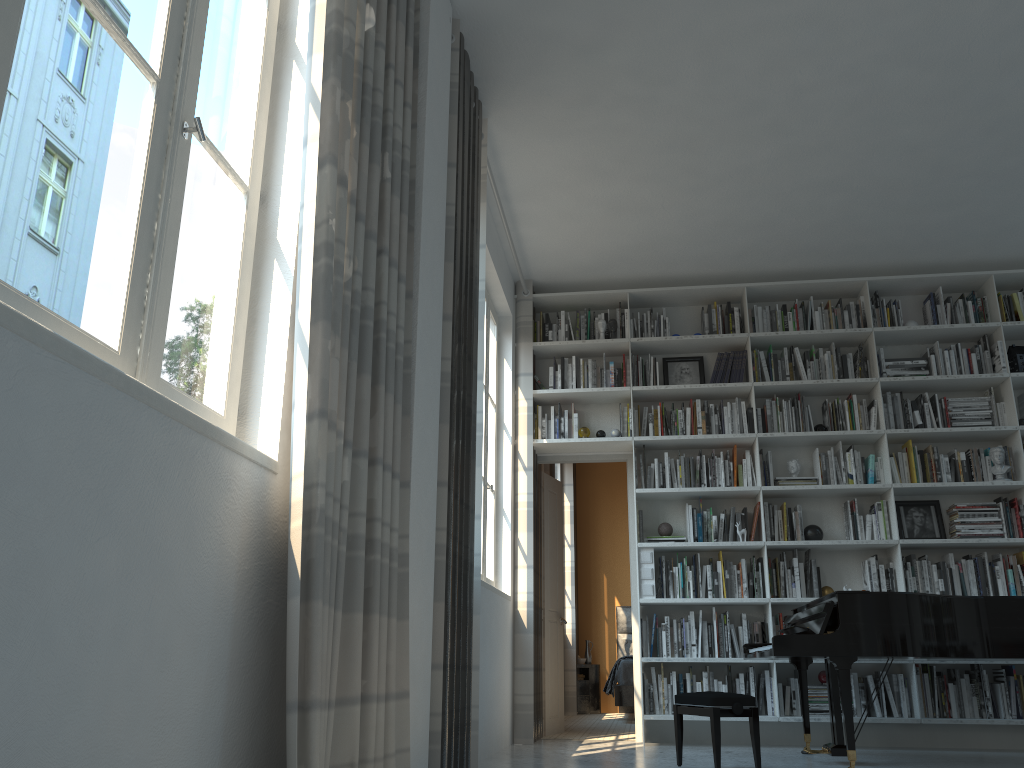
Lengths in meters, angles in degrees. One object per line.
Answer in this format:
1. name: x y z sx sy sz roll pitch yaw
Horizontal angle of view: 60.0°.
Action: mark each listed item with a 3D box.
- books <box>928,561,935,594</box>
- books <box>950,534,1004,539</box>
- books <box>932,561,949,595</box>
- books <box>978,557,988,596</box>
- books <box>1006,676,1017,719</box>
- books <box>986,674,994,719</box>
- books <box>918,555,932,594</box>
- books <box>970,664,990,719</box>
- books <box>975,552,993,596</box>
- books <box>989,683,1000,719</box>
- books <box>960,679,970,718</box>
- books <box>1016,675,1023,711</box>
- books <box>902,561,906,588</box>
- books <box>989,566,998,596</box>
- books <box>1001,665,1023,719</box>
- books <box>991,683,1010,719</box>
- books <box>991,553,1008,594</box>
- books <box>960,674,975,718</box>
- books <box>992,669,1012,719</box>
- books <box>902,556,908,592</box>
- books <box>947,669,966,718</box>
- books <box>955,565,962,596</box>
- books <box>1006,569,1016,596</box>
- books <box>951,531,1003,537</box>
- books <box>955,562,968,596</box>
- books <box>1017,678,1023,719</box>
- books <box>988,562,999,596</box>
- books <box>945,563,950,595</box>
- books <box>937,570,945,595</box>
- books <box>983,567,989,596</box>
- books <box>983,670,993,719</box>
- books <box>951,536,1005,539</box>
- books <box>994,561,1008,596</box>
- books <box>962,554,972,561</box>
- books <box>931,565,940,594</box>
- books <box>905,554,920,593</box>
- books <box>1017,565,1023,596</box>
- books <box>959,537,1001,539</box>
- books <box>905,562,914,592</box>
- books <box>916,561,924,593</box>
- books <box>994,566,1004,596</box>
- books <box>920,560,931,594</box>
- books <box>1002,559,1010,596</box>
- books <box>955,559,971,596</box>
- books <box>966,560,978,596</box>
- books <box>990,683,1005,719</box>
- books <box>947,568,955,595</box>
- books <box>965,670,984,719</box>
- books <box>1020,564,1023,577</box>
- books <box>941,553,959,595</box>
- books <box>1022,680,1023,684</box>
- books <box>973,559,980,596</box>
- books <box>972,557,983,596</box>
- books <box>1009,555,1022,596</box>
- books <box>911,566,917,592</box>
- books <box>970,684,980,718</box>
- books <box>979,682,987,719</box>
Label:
1. books: 2.738 1.298 5.839 0.021 0.243 0.142 -2 -18 8
2. books: 3.075 1.012 5.876 0.285 0.012 0.160 -2 -18 7
3. books: 2.811 1.292 5.809 0.029 0.237 0.166 -2 -18 8
4. books: 3.041 1.271 5.782 0.028 0.263 0.162 -2 -18 8
5. books: 3.100 1.958 5.544 0.044 0.250 0.187 -2 -18 8
6. books: 2.981 1.966 5.588 0.024 0.261 0.132 -2 -18 8
7. books: 2.718 1.274 5.829 0.013 0.281 0.167 -2 -18 8
8. books: 2.946 1.927 5.587 0.014 0.334 0.183 -2 -18 8
9. books: 3.082 1.255 5.786 0.012 0.295 0.178 -2 -18 8
10. books: 3.013 1.991 5.584 0.040 0.211 0.129 -2 -18 8
11. books: 2.840 1.985 5.606 0.030 0.234 0.138 -2 -18 8
12. books: 3.170 1.956 5.548 0.011 0.257 0.172 -2 -18 8
13. books: 2.561 1.303 5.860 0.029 0.243 0.154 -2 -18 8
14. books: 3.099 1.296 5.768 0.024 0.206 0.183 -2 -18 8
15. books: 3.129 1.927 5.553 0.013 0.316 0.187 -2 -18 8
16. books: 3.054 1.982 5.552 0.029 0.209 0.171 -2 -18 8
17. books: 3.180 1.256 5.780 0.014 0.292 0.138 -2 -18 8
18. books: 2.869 1.971 5.605 0.028 0.260 0.133 -2 -18 8
19. books: 3.074 1.943 5.563 0.011 0.291 0.184 -2 -18 8
20. books: 2.580 1.285 5.855 0.011 0.274 0.146 -2 -18 8
21. books: 2.812 1.957 5.615 0.026 0.293 0.155 -2 -18 8
22. books: 2.902 1.303 5.813 0.025 0.220 0.140 -2 -18 8
23. books: 3.210 1.302 5.743 0.023 0.182 0.169 -2 -18 8
24. books: 3.074 0.997 5.870 0.285 0.012 0.160 -4 -18 12
25. books: 2.928 1.292 5.805 0.031 0.236 0.159 -2 -18 8
26. books: 3.153 1.971 5.562 0.028 0.238 0.140 -2 -18 8
27. books: 3.120 1.286 5.779 0.014 0.234 0.154 -2 -18 8
28. books: 2.833 1.298 5.814 0.013 0.229 0.139 -2 -18 8
29. books: 2.781 1.316 5.798 0.029 0.183 0.175 -2 -18 8
30. books: 3.067 1.304 5.784 0.021 0.202 0.128 -2 -18 8
31. books: 2.960 1.949 5.579 0.014 0.287 0.185 -2 -18 8
32. books: 3.073 1.020 5.863 0.285 0.012 0.160 -1 -18 3
33. books: 3.160 1.281 5.762 0.023 0.233 0.175 -2 -18 8
34. books: 3.002 1.269 5.814 0.014 0.285 0.135 -2 -18 8
35. books: 2.756 1.303 5.811 0.023 0.216 0.175 -2 -18 8
36. books: 2.652 1.281 5.865 0.027 0.289 0.141 -2 -18 8
37. books: 3.279 1.286 5.739 0.042 0.211 0.169 -2 -18 8
38. books: 3.074 1.034 5.866 0.254 0.012 0.161 -3 -18 10
39. books: 2.597 1.301 5.836 0.027 0.233 0.168 -2 -18 8
40. books: 2.676 1.299 5.850 0.024 0.247 0.132 -2 -18 8
41. books: 3.137 1.296 5.761 0.023 0.203 0.168 -2 -18 8
42. books: 2.699 1.294 5.830 0.027 0.245 0.180 -2 -18 8
43. books: 3.195 1.275 5.779 0.014 0.255 0.145 -2 -18 8
44. books: 2.958 1.287 5.818 0.025 0.253 0.136 -2 -18 8
45. books: 2.979 1.282 5.788 0.026 0.244 0.192 -2 -18 8
46. books: 3.034 1.983 5.550 0.010 0.205 0.180 -2 -18 8
47. books: 2.849 1.309 5.795 0.023 0.196 0.165 -2 -18 8
48. books: 2.912 1.954 5.589 0.013 0.284 0.185 -2 -18 8
49. books: 3.305 1.283 5.737 0.011 0.216 0.166 -2 -18 8
50. books: 2.876 1.267 5.819 0.026 0.290 0.152 -2 -18 8
51. books: 3.236 1.972 5.545 0.028 0.227 0.162 -2 -18 8
52. books: 3.014 1.283 5.801 0.011 0.251 0.159 -2 -18 8
53. books: 3.023 1.275 5.791 0.010 0.260 0.182 -2 -18 8
54. books: 3.246 1.262 5.763 0.026 0.271 0.175 -2 -18 8
55. books: 2.624 1.316 5.840 0.024 0.207 0.170 -2 -18 8
56. books: 2.895 1.997 5.591 0.024 0.203 0.145 -2 -18 8
57. books: 2.929 1.989 5.580 0.022 0.212 0.167 -2 -18 8
